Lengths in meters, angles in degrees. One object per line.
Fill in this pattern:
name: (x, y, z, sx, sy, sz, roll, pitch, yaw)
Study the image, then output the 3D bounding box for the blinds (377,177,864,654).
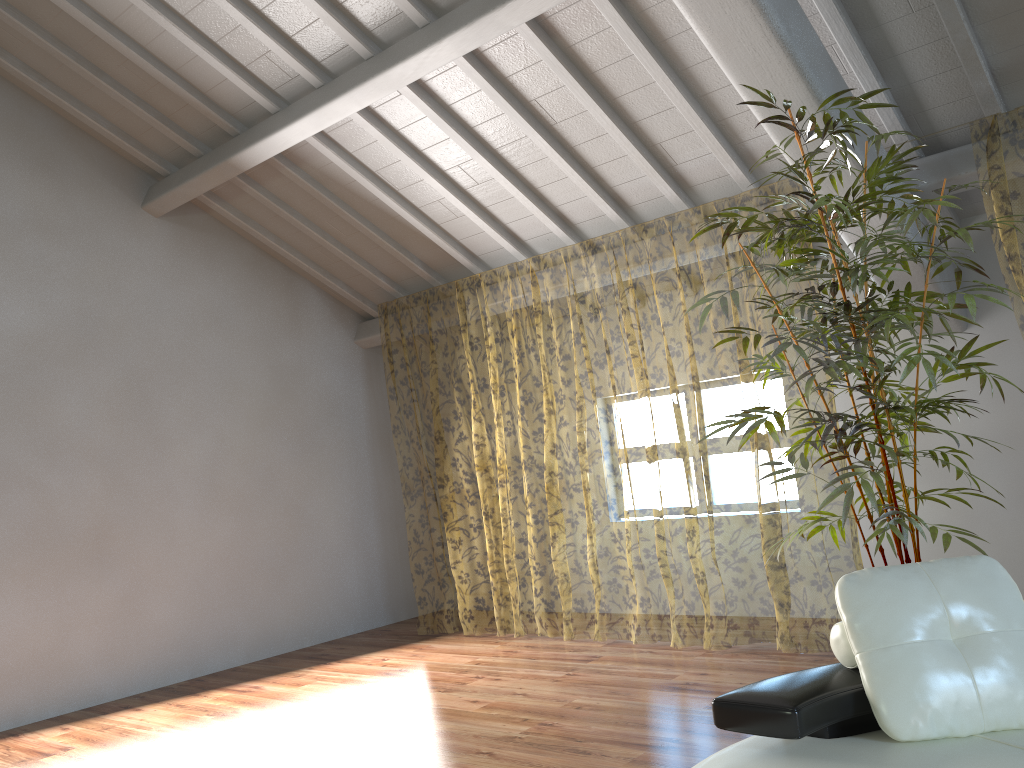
blinds: (0.413, 0.382, 5.778, 3.505, 2.546, 0.306, -11, -7, 40)

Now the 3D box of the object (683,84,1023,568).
object: (1.380, 0.085, 3.416, 1.177, 2.473, 1.399, -4, -6, -25)

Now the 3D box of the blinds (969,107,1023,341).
blinds: (3.665, -0.246, 3.026, 3.505, 2.546, 0.306, -11, -7, 40)

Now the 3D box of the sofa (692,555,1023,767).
sofa: (1.813, 0.735, 1.776, 3.047, 0.805, 1.359, -8, -6, 19)
